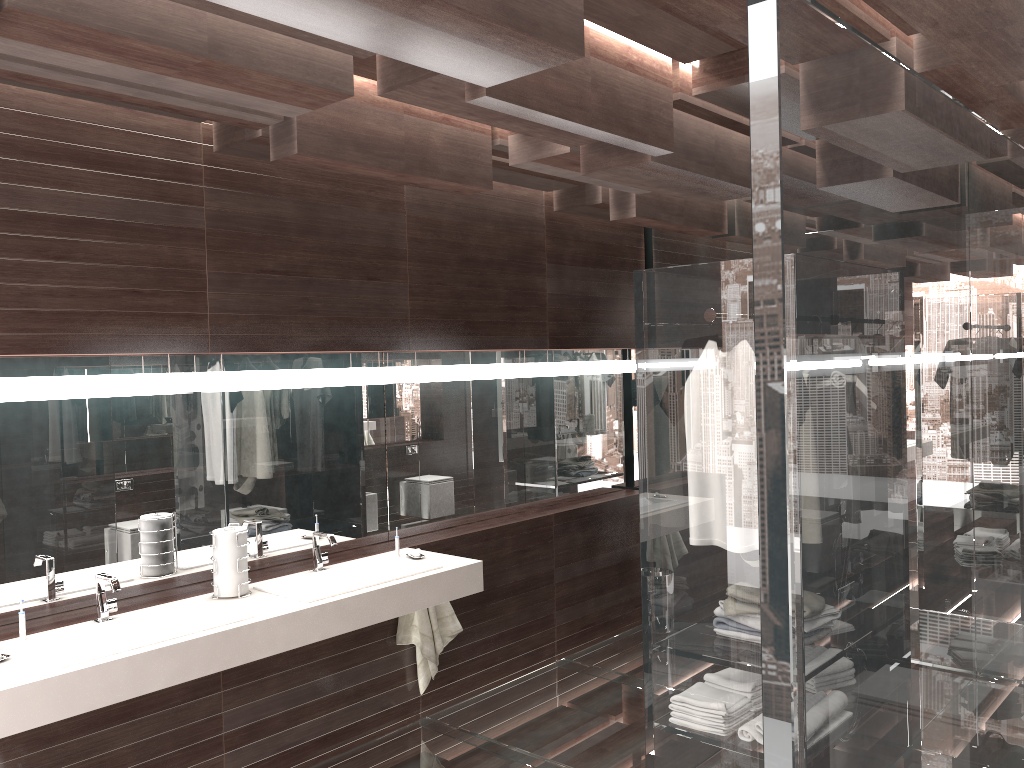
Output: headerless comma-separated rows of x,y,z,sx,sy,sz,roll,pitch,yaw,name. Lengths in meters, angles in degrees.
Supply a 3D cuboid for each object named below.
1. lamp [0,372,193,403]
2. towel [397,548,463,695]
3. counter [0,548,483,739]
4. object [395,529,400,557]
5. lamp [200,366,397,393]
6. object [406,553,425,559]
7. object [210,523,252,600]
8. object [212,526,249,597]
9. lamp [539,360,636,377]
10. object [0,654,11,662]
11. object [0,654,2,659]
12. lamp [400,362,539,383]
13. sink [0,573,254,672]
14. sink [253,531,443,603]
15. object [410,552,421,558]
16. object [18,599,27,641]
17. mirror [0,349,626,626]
-1.567,0.013,3.066,0.082,0.082,0.950,0,2,42,lamp
-0.370,1.114,4.152,0.156,0.678,0.368,0,2,41,towel
-0.955,0.864,3.257,0.488,0.131,1.954,0,2,42,counter
-0.512,0.704,3.957,0.022,0.132,0.022,-2,1,-11,object
-0.885,-0.024,3.834,0.082,0.082,0.950,0,2,42,lamp
-0.427,0.763,3.923,0.065,0.011,0.108,-2,1,-27,object
-1.064,0.669,3.359,0.145,0.261,0.136,-2,1,-5,object
-1.063,0.671,3.351,0.124,0.246,0.128,-1,1,23,object
0.473,-0.098,5.364,0.082,0.082,0.950,0,2,42,lamp
-1.560,0.824,2.659,0.108,0.011,0.065,-1,1,20,object
-1.560,0.817,2.658,0.066,0.016,0.035,-1,1,18,object
-0.196,-0.062,4.610,0.082,0.082,0.950,0,2,42,lamp
-1.271,0.749,2.931,0.427,0.193,0.681,0,2,42,sink
-0.675,0.716,3.603,0.427,0.193,0.681,0,2,42,sink
-0.427,0.756,3.923,0.035,0.016,0.066,-2,2,-29,object
-1.578,0.759,2.857,0.022,0.132,0.022,-1,1,23,object
0.584,0.311,2.551,4.126,0.916,5.081,0,2,42,mirror
